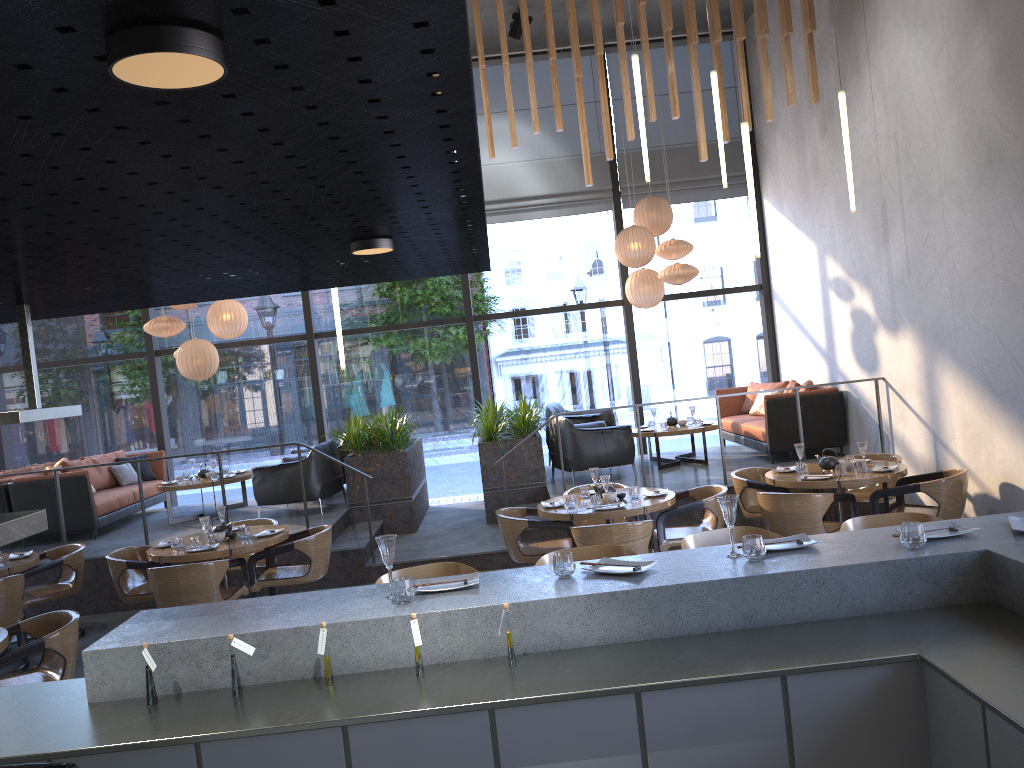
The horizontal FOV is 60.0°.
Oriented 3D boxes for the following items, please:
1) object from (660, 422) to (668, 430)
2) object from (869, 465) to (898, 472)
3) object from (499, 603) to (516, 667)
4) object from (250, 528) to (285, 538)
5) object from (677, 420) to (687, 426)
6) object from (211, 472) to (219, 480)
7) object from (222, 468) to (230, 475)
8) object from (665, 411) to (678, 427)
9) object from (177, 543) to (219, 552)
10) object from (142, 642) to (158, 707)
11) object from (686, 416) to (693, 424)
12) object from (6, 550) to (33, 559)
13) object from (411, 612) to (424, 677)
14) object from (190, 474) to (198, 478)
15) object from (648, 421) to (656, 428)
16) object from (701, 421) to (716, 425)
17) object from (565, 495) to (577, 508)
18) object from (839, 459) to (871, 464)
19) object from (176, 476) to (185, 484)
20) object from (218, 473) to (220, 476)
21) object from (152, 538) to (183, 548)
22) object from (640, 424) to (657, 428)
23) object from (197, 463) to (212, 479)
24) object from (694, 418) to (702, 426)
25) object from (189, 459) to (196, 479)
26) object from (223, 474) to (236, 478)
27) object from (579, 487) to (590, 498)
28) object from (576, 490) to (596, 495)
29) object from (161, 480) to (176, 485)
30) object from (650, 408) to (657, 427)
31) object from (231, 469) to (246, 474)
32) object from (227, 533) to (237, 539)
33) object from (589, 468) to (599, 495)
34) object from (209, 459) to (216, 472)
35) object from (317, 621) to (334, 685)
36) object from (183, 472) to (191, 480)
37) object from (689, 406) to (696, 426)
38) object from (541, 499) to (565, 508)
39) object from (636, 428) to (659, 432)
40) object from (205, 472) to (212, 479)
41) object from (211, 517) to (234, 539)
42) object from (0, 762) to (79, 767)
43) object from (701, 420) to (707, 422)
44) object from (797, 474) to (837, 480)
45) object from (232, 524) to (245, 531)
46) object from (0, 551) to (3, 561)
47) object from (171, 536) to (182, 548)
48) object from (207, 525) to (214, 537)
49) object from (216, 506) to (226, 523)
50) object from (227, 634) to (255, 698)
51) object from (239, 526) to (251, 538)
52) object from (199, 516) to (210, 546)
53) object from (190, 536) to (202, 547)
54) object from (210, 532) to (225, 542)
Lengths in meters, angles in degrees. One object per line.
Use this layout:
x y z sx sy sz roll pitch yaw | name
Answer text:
1.720 0.479 10.045 0.086 0.086 0.086 -6 1 3 | object
2.911 0.670 6.966 0.170 0.025 0.294 -5 2 37 | object
-0.015 0.832 2.945 0.042 0.203 0.076 -5 2 32 | object
-1.978 1.203 7.125 0.170 0.025 0.294 -6 1 19 | object
1.978 0.456 10.298 0.116 0.065 0.116 -5 2 29 | object
-3.348 1.037 9.986 0.086 0.086 0.086 -6 1 3 | object
-3.354 1.027 10.399 0.086 0.086 0.086 -6 1 3 | object
1.866 0.407 10.401 0.163 0.179 0.168 -7 2 -35 | object
-2.402 1.259 6.765 0.294 0.025 0.170 -6 1 -4 | object
-1.199 0.962 2.934 0.040 0.203 0.100 -7 2 -29 | object
2.100 0.427 10.462 0.086 0.086 0.086 -6 1 3 | object
-4.087 1.429 7.354 0.170 0.025 0.294 -7 1 -20 | object
-0.315 0.865 2.945 0.029 0.203 0.077 -7 1 -10 | object
-3.847 1.109 10.560 0.170 0.025 0.294 -5 2 35 | object
1.645 0.478 10.437 0.086 0.086 0.086 -5 2 37 | object
2.227 0.452 10.145 0.170 0.025 0.294 -7 1 -20 | object
0.455 0.911 6.861 0.086 0.086 0.086 -6 2 25 | object
2.917 0.656 7.525 0.170 0.025 0.294 -7 2 -30 | object
-3.733 1.079 9.982 0.086 0.086 0.086 -6 1 3 | object
-3.437 1.061 10.339 0.080 0.042 0.080 -7 1 -16 | object
-2.777 1.291 7.134 0.170 0.025 0.294 -6 1 -3 | object
1.606 0.508 10.623 0.170 0.025 0.294 -5 2 35 | object
-3.587 1.008 10.338 0.163 0.179 0.168 -7 2 -35 | object
2.105 0.437 10.049 0.086 0.086 0.086 -6 1 3 | object
-3.763 1.000 10.463 0.082 0.227 0.082 -7 1 -19 | object
-3.226 1.052 10.081 0.170 0.025 0.294 -7 1 -20 | object
0.593 0.887 7.243 0.086 0.086 0.086 -7 1 -19 | object
0.679 0.904 7.414 0.294 0.025 0.170 -7 1 -16 | object
-3.894 1.126 10.074 0.170 0.025 0.294 -7 1 -20 | object
1.690 0.399 10.527 0.082 0.227 0.082 -7 1 -19 | object
-3.232 1.043 10.511 0.170 0.025 0.294 -7 1 -20 | object
-2.245 1.224 7.121 0.080 0.042 0.080 -6 2 23 | object
0.683 0.805 7.279 0.082 0.227 0.082 -6 1 20 | object
-3.384 0.968 10.065 0.082 0.227 0.082 -5 2 42 | object
-0.621 0.898 2.969 0.038 0.203 0.057 -6 2 24 | object
-3.808 1.078 10.374 0.086 0.086 0.086 -5 2 37 | object
2.069 0.367 10.128 0.082 0.227 0.082 -5 2 42 | object
0.328 0.953 6.996 0.170 0.025 0.294 -6 1 -3 | object
1.560 0.526 10.137 0.170 0.025 0.294 -7 1 -20 | object
-3.475 1.056 10.235 0.116 0.065 0.116 -5 2 29 | object
-2.362 1.165 7.207 0.163 0.179 0.168 -7 2 -37 | object
-0.970 0.899 1.478 0.562 0.400 0.322 -6 1 -1 | object
2.221 0.442 10.574 0.170 0.025 0.294 -7 1 -20 | object
2.389 0.729 6.923 0.294 0.025 0.170 -5 2 37 | object
-2.426 1.242 7.552 0.294 0.025 0.170 -7 1 -16 | object
-4.209 1.414 7.242 0.086 0.086 0.086 -6 1 8 | object
-2.650 1.249 6.999 0.086 0.086 0.086 -6 2 25 | object
-2.512 1.225 7.381 0.086 0.086 0.086 -7 1 -14 | object
-2.422 1.142 7.417 0.082 0.227 0.082 -5 2 32 | object
-0.906 0.929 2.958 0.048 0.203 0.096 -5 2 44 | object
-2.143 1.190 7.113 0.086 0.086 0.086 -8 2 -43 | object
-2.384 1.151 6.909 0.082 0.227 0.082 -7 2 -31 | object
-2.461 1.231 6.906 0.086 0.086 0.086 -6 2 24 | object
-2.340 1.224 7.063 0.116 0.065 0.116 -7 2 -39 | object
